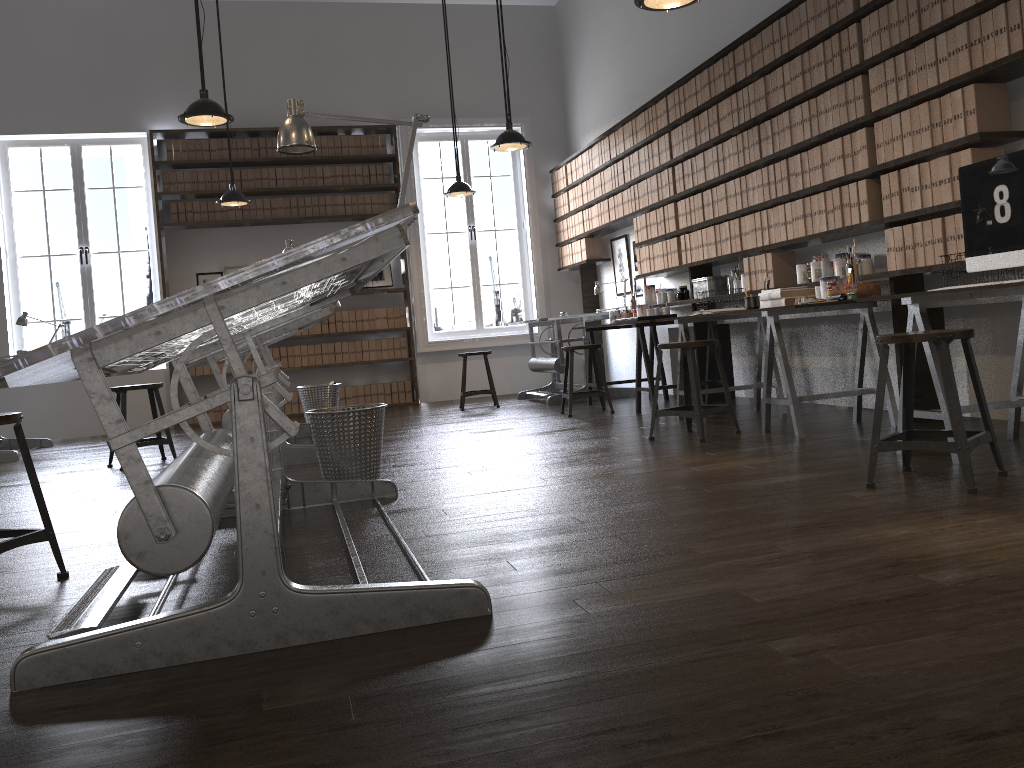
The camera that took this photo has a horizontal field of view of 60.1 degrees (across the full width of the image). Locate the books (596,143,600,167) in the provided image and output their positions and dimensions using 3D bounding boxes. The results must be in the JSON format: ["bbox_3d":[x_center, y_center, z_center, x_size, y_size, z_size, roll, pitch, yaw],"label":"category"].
[{"bbox_3d":[0.897,-2.175,8.429,0.175,0.225,0.066,-5,0,-14],"label":"books"}]

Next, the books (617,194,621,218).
[{"bbox_3d":[1.052,-1.613,8.029,0.175,0.225,0.066,-5,0,-14],"label":"books"}]

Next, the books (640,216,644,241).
[{"bbox_3d":[1.192,-1.330,7.564,0.175,0.225,0.066,-5,0,-14],"label":"books"}]

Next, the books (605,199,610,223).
[{"bbox_3d":[0.975,-1.621,8.307,0.175,0.226,0.067,-5,0,-14],"label":"books"}]

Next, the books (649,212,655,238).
[{"bbox_3d":[1.244,-1.324,7.365,0.174,0.225,0.066,-5,0,-14],"label":"books"}]

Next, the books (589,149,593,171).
[{"bbox_3d":[0.849,-2.182,8.636,0.175,0.225,0.066,-5,0,-14],"label":"books"}]

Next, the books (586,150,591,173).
[{"bbox_3d":[0.828,-2.184,8.703,0.175,0.226,0.067,-5,0,-14],"label":"books"}]

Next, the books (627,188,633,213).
[{"bbox_3d":[1.114,-1.605,7.767,0.175,0.226,0.067,-5,0,-14],"label":"books"}]

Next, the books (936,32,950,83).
[{"bbox_3d":[2.060,-1.501,4.083,0.175,0.225,0.066,-5,0,-14],"label":"books"}]

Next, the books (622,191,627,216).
[{"bbox_3d":[1.084,-1.610,7.899,0.175,0.225,0.066,-5,0,-14],"label":"books"}]

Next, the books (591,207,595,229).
[{"bbox_3d":[0.878,-1.634,8.712,0.174,0.225,0.066,-5,0,-14],"label":"books"}]

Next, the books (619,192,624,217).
[{"bbox_3d":[1.063,-1.611,7.962,0.175,0.226,0.067,-5,0,-14],"label":"books"}]

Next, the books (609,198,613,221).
[{"bbox_3d":[0.999,-1.620,8.235,0.175,0.225,0.066,-5,0,-14],"label":"books"}]

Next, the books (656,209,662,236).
[{"bbox_3d":[1.280,-1.320,7.228,0.175,0.225,0.066,-5,0,-14],"label":"books"}]

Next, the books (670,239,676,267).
[{"bbox_3d":[1.355,-1.044,7.024,0.175,0.225,0.066,-5,0,-14],"label":"books"}]

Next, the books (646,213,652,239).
[{"bbox_3d":[1.227,-1.326,7.434,0.175,0.225,0.066,-5,0,-14],"label":"books"}]

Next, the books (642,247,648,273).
[{"bbox_3d":[1.214,-1.060,7.562,0.175,0.225,0.066,-5,0,-14],"label":"books"}]

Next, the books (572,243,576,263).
[{"bbox_3d":[0.732,-1.383,9.344,0.175,0.226,0.067,-5,0,-14],"label":"books"}]

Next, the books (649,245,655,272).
[{"bbox_3d":[1.251,-1.056,7.424,0.175,0.225,0.066,-5,0,-14],"label":"books"}]

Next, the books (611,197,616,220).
[{"bbox_3d":[1.013,-1.617,8.165,0.174,0.225,0.066,-5,0,-14],"label":"books"}]

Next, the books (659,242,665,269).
[{"bbox_3d":[1.299,-1.050,7.217,0.175,0.225,0.066,-5,0,-14],"label":"books"}]

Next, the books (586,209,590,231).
[{"bbox_3d":[0.837,-1.638,8.847,0.175,0.226,0.067,-5,0,-14],"label":"books"}]

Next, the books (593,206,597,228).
[{"bbox_3d":[0.891,-1.632,8.644,0.174,0.225,0.066,-5,0,-14],"label":"books"}]

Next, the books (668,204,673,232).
[{"bbox_3d":[1.334,-1.314,7.009,0.175,0.225,0.066,-5,0,-14],"label":"books"}]

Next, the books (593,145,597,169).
[{"bbox_3d":[0.882,-2.178,8.500,0.174,0.225,0.066,-5,0,-14],"label":"books"}]

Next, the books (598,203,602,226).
[{"bbox_3d":[0.924,-1.627,8.503,0.175,0.226,0.067,-5,0,-14],"label":"books"}]

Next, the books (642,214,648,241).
[{"bbox_3d":[1.204,-1.328,7.498,0.175,0.226,0.067,-5,0,-14],"label":"books"}]

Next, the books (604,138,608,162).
[{"bbox_3d":[0.953,-2.170,8.236,0.175,0.225,0.066,-5,0,-14],"label":"books"}]

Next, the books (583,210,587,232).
[{"bbox_3d":[0.819,-1.640,8.927,0.175,0.225,0.066,-5,0,-14],"label":"books"}]

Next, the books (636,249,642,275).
[{"bbox_3d":[1.179,-1.064,7.686,0.175,0.226,0.067,-5,0,-14],"label":"books"}]

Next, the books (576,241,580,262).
[{"bbox_3d":[0.769,-1.380,9.214,0.175,0.225,0.066,-5,0,-14],"label":"books"}]

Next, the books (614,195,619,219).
[{"bbox_3d":[1.034,-1.616,8.098,0.174,0.225,0.066,-5,0,-14],"label":"books"}]

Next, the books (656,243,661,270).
[{"bbox_3d":[1.284,-1.052,7.288,0.174,0.225,0.066,-5,0,-14],"label":"books"}]

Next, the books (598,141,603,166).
[{"bbox_3d":[0.915,-2.173,8.359,0.175,0.226,0.067,-5,0,-14],"label":"books"}]

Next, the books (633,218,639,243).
[{"bbox_3d":[1.155,-1.334,7.694,0.175,0.226,0.067,-5,0,-14],"label":"books"}]

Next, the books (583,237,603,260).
[{"bbox_3d":[0.821,-1.374,9.014,0.175,0.225,0.066,-5,0,-14],"label":"books"}]

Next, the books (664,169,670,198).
[{"bbox_3d":[1.306,-1.590,7.020,0.174,0.225,0.066,-5,0,-14],"label":"books"}]

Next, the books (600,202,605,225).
[{"bbox_3d":[0.944,-1.626,8.443,0.175,0.225,0.066,-5,0,-14],"label":"books"}]

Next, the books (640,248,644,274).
[{"bbox_3d":[1.200,-1.062,7.623,0.175,0.225,0.066,-5,0,-14],"label":"books"}]

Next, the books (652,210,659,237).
[{"bbox_3d":[1.258,-1.322,7.296,0.174,0.225,0.066,-5,0,-14],"label":"books"}]

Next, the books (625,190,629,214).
[{"bbox_3d":[1.098,-1.607,7.838,0.175,0.225,0.066,-5,0,-14],"label":"books"}]

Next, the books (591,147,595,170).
[{"bbox_3d":[0.868,-2.180,8.569,0.174,0.225,0.066,-5,0,-14],"label":"books"}]

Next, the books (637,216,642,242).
[{"bbox_3d":[1.175,-1.332,7.624,0.175,0.225,0.066,-5,0,-14],"label":"books"}]

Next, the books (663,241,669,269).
[{"bbox_3d":[1.316,-1.048,7.147,0.175,0.226,0.067,-5,0,-14],"label":"books"}]

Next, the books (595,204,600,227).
[{"bbox_3d":[0.906,-1.629,8.573,0.175,0.225,0.066,-5,0,-14],"label":"books"}]

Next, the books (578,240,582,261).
[{"bbox_3d":[0.782,-1.377,9.148,0.175,0.226,0.067,-5,0,-14],"label":"books"}]

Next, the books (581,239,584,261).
[{"bbox_3d":[0.806,-1.376,9.082,0.174,0.225,0.066,-5,0,-14],"label":"books"}]

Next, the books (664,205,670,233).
[{"bbox_3d":[1.317,-1.316,7.084,0.175,0.225,0.066,-5,0,-14],"label":"books"}]

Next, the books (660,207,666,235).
[{"bbox_3d":[1.293,-1.318,7.154,0.175,0.226,0.067,-5,0,-14],"label":"books"}]

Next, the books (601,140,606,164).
[{"bbox_3d":[0.934,-2.172,8.299,0.175,0.225,0.066,-5,0,-14],"label":"books"}]

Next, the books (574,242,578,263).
[{"bbox_3d":[0.752,-1.381,9.274,0.175,0.225,0.066,-5,0,-14],"label":"books"}]

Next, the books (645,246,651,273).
[{"bbox_3d":[1.230,-1.058,7.491,0.175,0.226,0.067,-5,0,-14],"label":"books"}]

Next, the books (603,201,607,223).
[{"bbox_3d":[0.962,-1.624,8.380,0.175,0.225,0.066,-5,0,-14],"label":"books"}]

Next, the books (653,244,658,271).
[{"bbox_3d":[1.270,-1.054,7.357,0.174,0.225,0.066,-5,0,-14],"label":"books"}]

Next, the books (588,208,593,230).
[{"bbox_3d":[0.859,-1.636,8.780,0.175,0.225,0.066,-5,0,-14],"label":"books"}]

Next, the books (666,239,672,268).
[{"bbox_3d":[1.336,-1.046,7.087,0.175,0.225,0.066,-5,0,-14],"label":"books"}]
